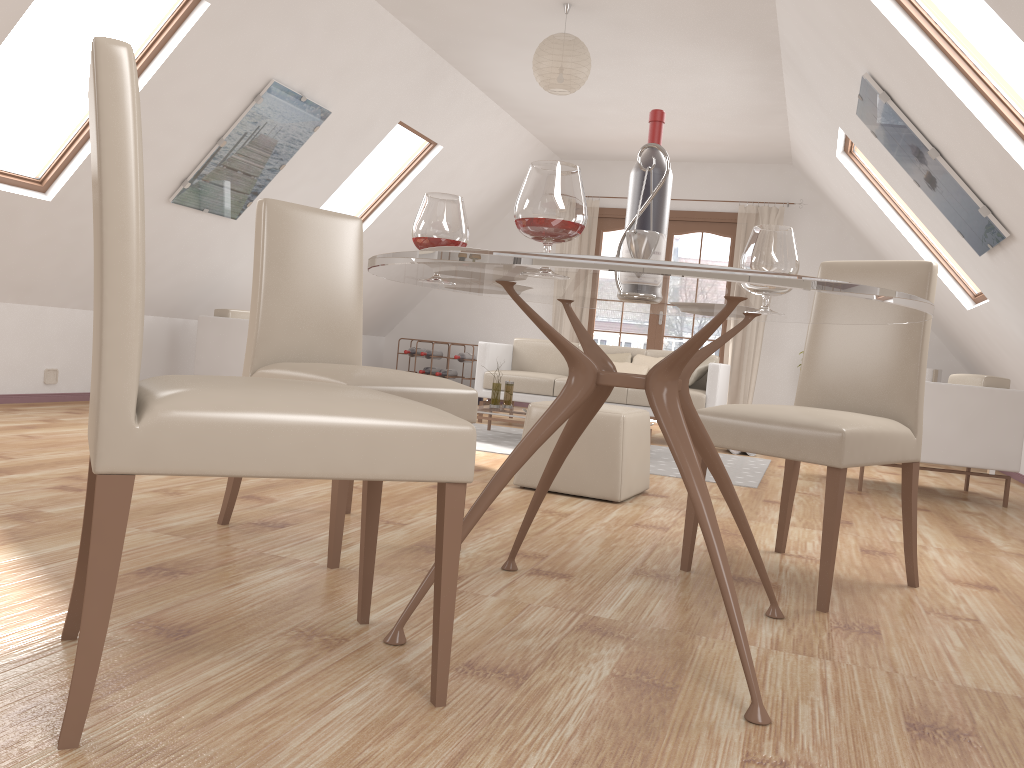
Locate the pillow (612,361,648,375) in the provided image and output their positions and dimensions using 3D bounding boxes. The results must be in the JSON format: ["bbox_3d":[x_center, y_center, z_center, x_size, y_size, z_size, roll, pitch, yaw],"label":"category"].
[{"bbox_3d":[0.869,-0.092,6.969,0.363,0.170,0.227,6,3,24],"label":"pillow"}]

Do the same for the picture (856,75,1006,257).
[{"bbox_3d":[2.043,-1.059,4.396,0.683,0.738,0.650,6,2,19],"label":"picture"}]

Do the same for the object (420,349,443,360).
[{"bbox_3d":[-0.850,-0.310,9.258,0.109,0.109,0.435,6,2,19],"label":"object"}]

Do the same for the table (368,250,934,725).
[{"bbox_3d":[0.248,0.170,1.998,1.198,0.770,1.198,7,3,39],"label":"table"}]

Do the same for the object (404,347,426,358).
[{"bbox_3d":[-1.024,-0.331,9.312,0.110,0.110,0.439,6,2,19],"label":"object"}]

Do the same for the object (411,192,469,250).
[{"bbox_3d":[-0.169,-0.351,2.092,0.136,0.183,0.136,5,2,-3],"label":"object"}]

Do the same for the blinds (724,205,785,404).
[{"bbox_3d":[2.278,-0.643,8.476,0.424,2.129,0.123,6,2,14],"label":"blinds"}]

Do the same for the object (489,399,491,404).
[{"bbox_3d":[-0.161,0.006,9.231,0.115,0.443,0.120,6,2,13],"label":"object"}]

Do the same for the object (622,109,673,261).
[{"bbox_3d":[0.327,-0.435,2.122,0.109,0.435,0.109,6,2,15],"label":"object"}]

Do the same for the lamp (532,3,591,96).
[{"bbox_3d":[0.295,-1.929,5.101,0.340,0.497,0.340,4,3,-32],"label":"lamp"}]

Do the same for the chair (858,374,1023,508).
[{"bbox_3d":[2.369,0.271,5.135,0.820,0.706,0.748,6,2,8],"label":"chair"}]

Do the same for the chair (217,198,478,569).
[{"bbox_3d":[-0.478,-0.037,2.646,0.618,0.999,0.477,8,3,43],"label":"chair"}]

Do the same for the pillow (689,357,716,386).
[{"bbox_3d":[1.384,-0.118,6.900,0.269,0.276,0.424,4,3,-22],"label":"pillow"}]

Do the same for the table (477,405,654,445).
[{"bbox_3d":[0.285,0.306,5.877,1.173,0.190,0.730,6,2,19],"label":"table"}]

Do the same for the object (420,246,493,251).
[{"bbox_3d":[-0.062,-0.247,1.775,0.228,0.020,0.228,4,3,-26],"label":"object"}]

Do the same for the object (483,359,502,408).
[{"bbox_3d":[-0.111,-0.017,6.071,0.184,0.359,0.123,4,3,-30],"label":"object"}]

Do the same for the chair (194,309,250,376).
[{"bbox_3d":[-1.759,-0.171,6.553,0.820,0.706,0.748,6,3,21],"label":"chair"}]

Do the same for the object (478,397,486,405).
[{"bbox_3d":[-0.309,-0.001,9.060,0.115,0.443,0.120,6,2,13],"label":"object"}]

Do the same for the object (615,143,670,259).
[{"bbox_3d":[0.297,-0.374,1.974,0.086,0.322,0.096,5,2,-18],"label":"object"}]

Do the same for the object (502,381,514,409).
[{"bbox_3d":[-0.025,0.075,6.161,0.075,0.185,0.075,3,3,-40],"label":"object"}]

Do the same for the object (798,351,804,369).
[{"bbox_3d":[2.760,0.107,8.157,0.311,0.846,0.307,6,2,11],"label":"object"}]

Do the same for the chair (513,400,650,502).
[{"bbox_3d":[0.342,0.282,4.025,0.506,0.394,0.506,6,3,23],"label":"chair"}]

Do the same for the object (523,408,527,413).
[{"bbox_3d":[0.146,0.169,5.930,0.143,0.052,0.064,6,2,19],"label":"object"}]

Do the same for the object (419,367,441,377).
[{"bbox_3d":[-0.866,-0.126,9.263,0.109,0.109,0.435,6,2,19],"label":"object"}]

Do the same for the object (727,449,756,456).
[{"bbox_3d":[1.681,0.371,6.485,0.212,0.267,0.315,6,2,6],"label":"object"}]

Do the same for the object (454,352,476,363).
[{"bbox_3d":[-0.497,-0.272,9.138,0.109,0.109,0.435,6,2,19],"label":"object"}]

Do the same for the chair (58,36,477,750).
[{"bbox_3d":[-0.433,0.012,1.551,0.618,0.999,0.477,4,3,-27],"label":"chair"}]

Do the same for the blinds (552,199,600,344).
[{"bbox_3d":[0.596,-0.822,9.089,0.423,2.130,0.120,6,2,16],"label":"blinds"}]

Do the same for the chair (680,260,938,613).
[{"bbox_3d":[0.920,0.092,2.664,0.618,0.999,0.477,3,3,-44],"label":"chair"}]

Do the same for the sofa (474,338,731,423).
[{"bbox_3d":[0.719,0.038,7.070,1.880,0.706,0.820,6,2,19],"label":"sofa"}]

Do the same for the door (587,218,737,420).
[{"bbox_3d":[1.452,-0.640,8.896,1.546,2.001,0.098,6,2,19],"label":"door"}]

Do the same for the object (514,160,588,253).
[{"bbox_3d":[0.071,-0.310,1.635,0.136,0.183,0.136,5,2,-3],"label":"object"}]

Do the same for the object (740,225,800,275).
[{"bbox_3d":[0.611,-0.279,2.106,0.136,0.183,0.136,3,3,-45],"label":"object"}]

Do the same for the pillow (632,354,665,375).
[{"bbox_3d":[1.099,-0.116,7.044,0.351,0.225,0.196,6,3,24],"label":"pillow"}]

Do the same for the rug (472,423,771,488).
[{"bbox_3d":[0.218,0.394,5.831,2.800,0.007,1.600,6,2,19],"label":"rug"}]

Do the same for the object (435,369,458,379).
[{"bbox_3d":[-0.691,-0.103,9.203,0.109,0.109,0.435,6,2,19],"label":"object"}]

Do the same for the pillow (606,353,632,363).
[{"bbox_3d":[0.779,-0.151,7.158,0.351,0.235,0.185,6,3,22],"label":"pillow"}]

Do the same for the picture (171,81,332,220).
[{"bbox_3d":[-1.644,-1.453,5.652,0.683,0.738,0.650,6,2,19],"label":"picture"}]

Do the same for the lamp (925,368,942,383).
[{"bbox_3d":[3.609,0.054,7.703,0.180,0.375,0.221,3,3,-38],"label":"lamp"}]

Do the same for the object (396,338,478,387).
[{"bbox_3d":[-0.760,-0.141,9.271,0.854,0.608,0.417,6,2,19],"label":"object"}]
